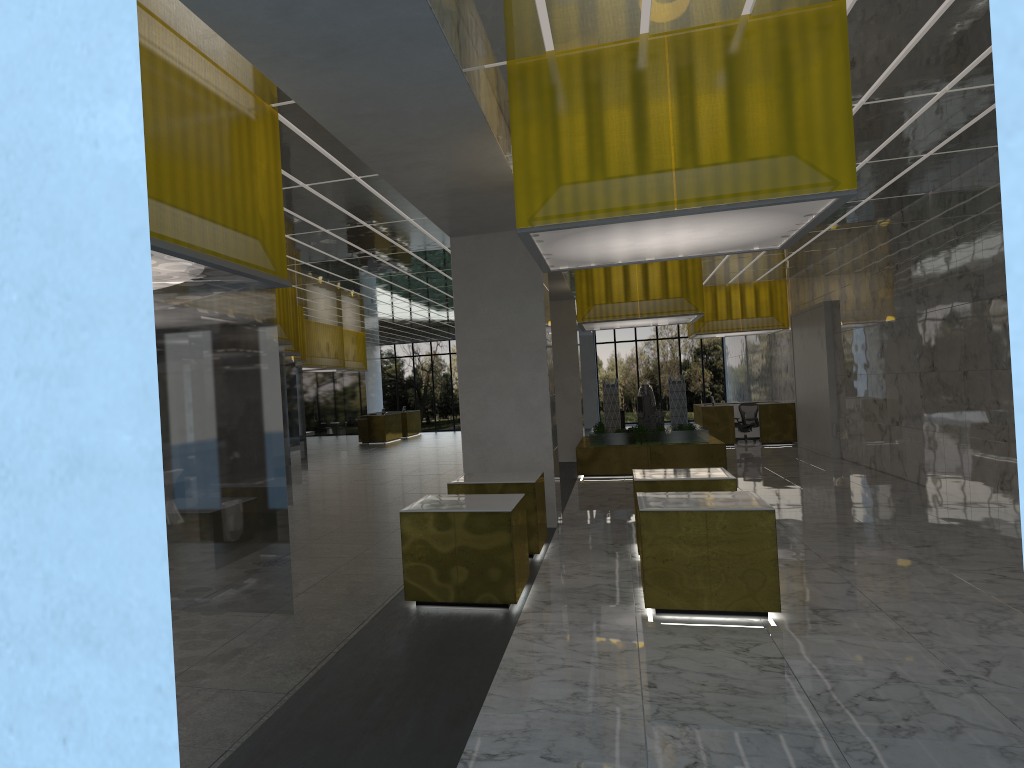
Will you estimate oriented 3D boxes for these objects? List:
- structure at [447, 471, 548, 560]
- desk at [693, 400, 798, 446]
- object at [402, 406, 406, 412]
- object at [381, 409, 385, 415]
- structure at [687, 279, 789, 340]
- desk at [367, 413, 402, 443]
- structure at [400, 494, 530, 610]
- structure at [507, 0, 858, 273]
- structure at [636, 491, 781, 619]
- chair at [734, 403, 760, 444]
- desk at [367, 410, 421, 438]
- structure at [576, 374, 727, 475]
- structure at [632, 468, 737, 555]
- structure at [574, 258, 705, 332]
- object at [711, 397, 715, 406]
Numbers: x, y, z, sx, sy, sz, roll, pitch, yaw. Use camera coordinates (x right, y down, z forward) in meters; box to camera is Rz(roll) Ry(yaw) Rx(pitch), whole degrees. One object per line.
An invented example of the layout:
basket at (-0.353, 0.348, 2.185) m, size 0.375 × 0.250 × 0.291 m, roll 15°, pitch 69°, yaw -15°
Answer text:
structure at (-0.197, 2.032, 13.286) m, size 1.379 × 1.173 × 1.440 m, roll -3°, pitch 0°, yaw 13°
desk at (8.747, 1.488, 32.455) m, size 3.249 × 1.508 × 3.474 m, roll -3°, pitch 0°, yaw 12°
object at (-6.679, 1.719, 52.215) m, size 0.555 × 0.667 × 0.749 m, roll -3°, pitch 0°, yaw 11°
object at (-7.268, 1.721, 47.428) m, size 0.555 × 0.667 × 0.749 m, roll -3°, pitch 0°, yaw 11°
structure at (8.444, -3.016, 32.502) m, size 3.290 × 2.269 × 3.107 m, roll -3°, pitch 0°, yaw 13°
desk at (-8.084, 2.487, 47.736) m, size 3.249 × 1.508 × 3.474 m, roll -3°, pitch 0°, yaw 12°
structure at (-0.542, 2.033, 10.483) m, size 1.379 × 1.173 × 1.440 m, roll -3°, pitch 0°, yaw 13°
structure at (1.744, -2.793, 9.985) m, size 3.289 × 2.269 × 3.233 m, roll -3°, pitch 0°, yaw 13°
structure at (2.132, 1.884, 9.576) m, size 1.379 × 1.173 × 1.440 m, roll -3°, pitch 0°, yaw 13°
chair at (8.854, 1.476, 32.269) m, size 1.195 × 1.493 × 0.967 m, roll -3°, pitch 0°, yaw 37°
desk at (-7.501, 2.485, 52.482) m, size 3.249 × 1.508 × 3.474 m, roll -3°, pitch 0°, yaw 12°
structure at (3.854, 1.075, 24.870) m, size 3.901 × 2.571 × 5.142 m, roll -3°, pitch 0°, yaw 11°
structure at (2.478, 1.883, 12.385) m, size 1.379 × 1.173 × 1.440 m, roll -3°, pitch 0°, yaw 13°
structure at (3.422, -2.800, 23.638) m, size 3.289 × 2.269 × 3.234 m, roll -3°, pitch 0°, yaw 13°
object at (7.847, 0.818, 32.769) m, size 0.555 × 0.667 × 0.749 m, roll -3°, pitch 0°, yaw 11°
